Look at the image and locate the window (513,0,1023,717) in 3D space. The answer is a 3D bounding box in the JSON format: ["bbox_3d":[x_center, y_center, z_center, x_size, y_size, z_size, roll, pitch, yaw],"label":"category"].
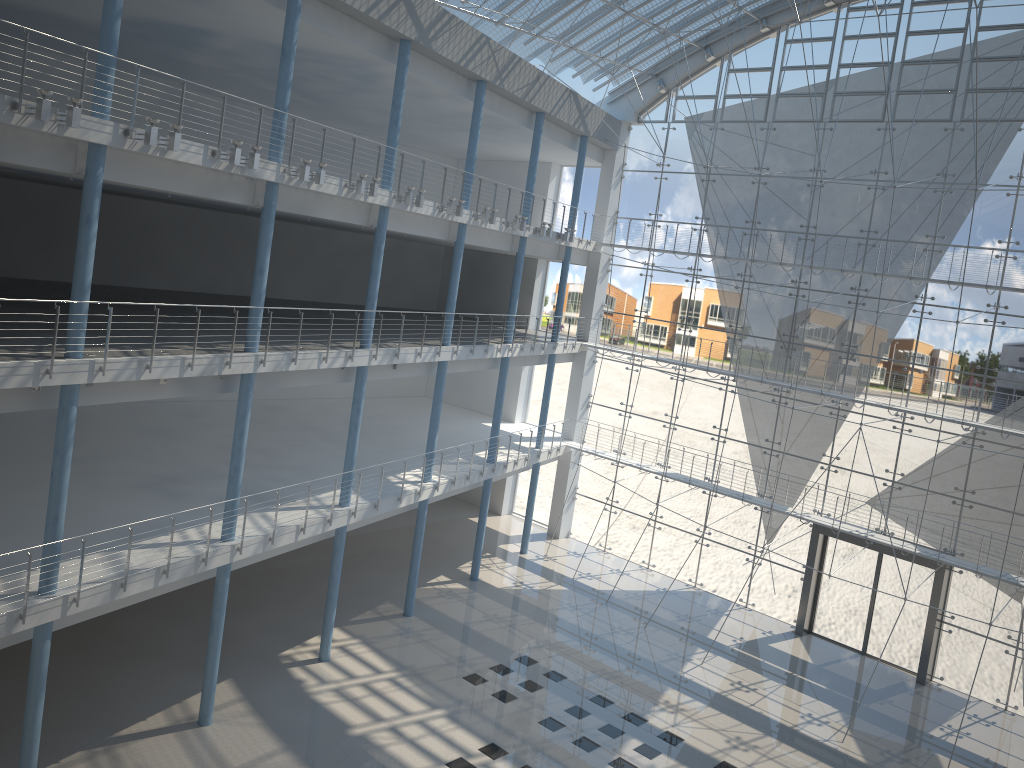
[{"bbox_3d":[1.608,-0.258,3.602,3.877,2.760,0.010,14,6,41],"label":"window"}]
